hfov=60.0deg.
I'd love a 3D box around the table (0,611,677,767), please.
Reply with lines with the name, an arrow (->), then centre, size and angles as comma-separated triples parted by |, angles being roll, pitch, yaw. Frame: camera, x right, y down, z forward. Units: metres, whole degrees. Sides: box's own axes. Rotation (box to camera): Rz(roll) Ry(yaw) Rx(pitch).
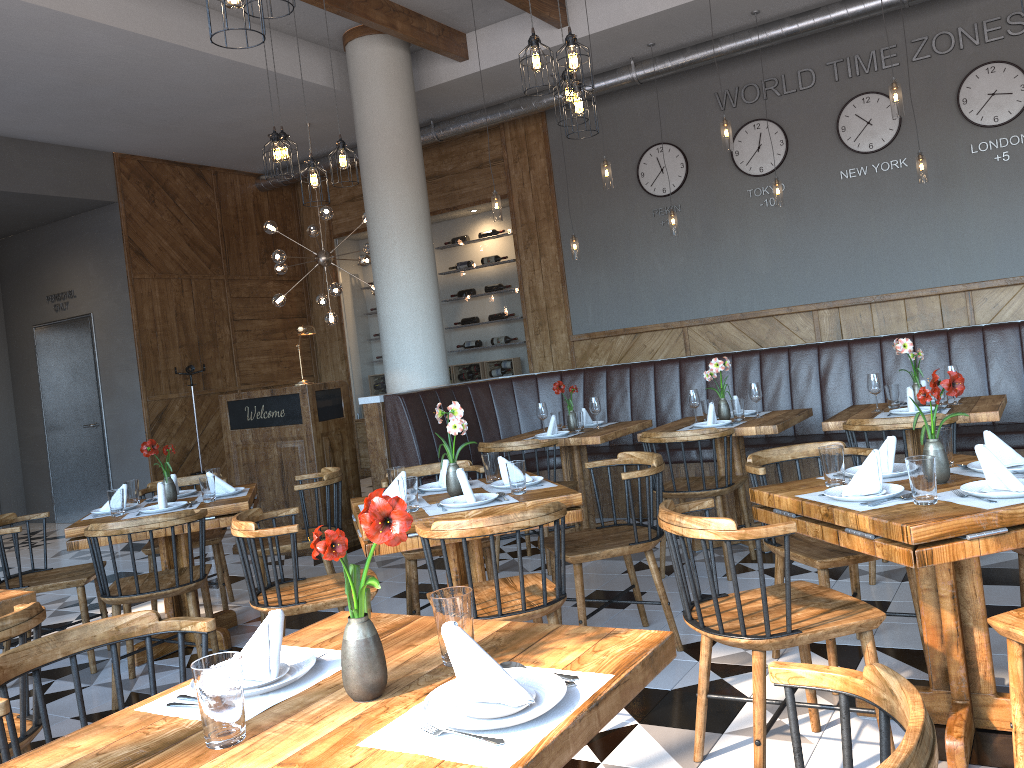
table -> -0.224, 0.925, 1.545 | 0.848, 0.764, 0.852 | -7, 1, 32

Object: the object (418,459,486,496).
object -> -0.309, 0.406, 4.019 | 0.352, 0.137, 0.271 | -7, 1, -13

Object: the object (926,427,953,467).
object -> 1.479, 0.220, 3.052 | 0.080, 0.132, 0.080 | -7, 0, 37

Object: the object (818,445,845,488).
object -> 1.065, 0.274, 2.939 | 0.080, 0.132, 0.080 | -7, 0, 37

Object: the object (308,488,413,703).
object -> -0.238, 0.364, 1.527 | 0.171, 0.355, 0.156 | -7, 0, 11

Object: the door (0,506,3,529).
door -> -6.597, 0.615, 10.198 | 0.114, 2.395, 1.209 | -7, 0, 32

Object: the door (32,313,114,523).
door -> -5.134, 0.432, 10.337 | 1.204, 2.395, 0.114 | -7, -1, 32

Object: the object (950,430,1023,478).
object -> 1.590, 0.210, 2.855 | 0.272, 0.137, 0.352 | -7, 1, -13

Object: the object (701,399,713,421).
object -> 1.250, 0.169, 5.648 | 0.080, 0.132, 0.080 | -7, 0, 32

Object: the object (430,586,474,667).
object -> -0.106, 0.456, 1.661 | 0.080, 0.132, 0.080 | -7, 0, 17

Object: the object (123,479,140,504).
object -> -2.098, 0.600, 4.896 | 0.080, 0.132, 0.080 | -7, 0, -33

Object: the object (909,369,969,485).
object -> 1.355, 0.131, 2.782 | 0.171, 0.355, 0.156 | -7, 0, -3

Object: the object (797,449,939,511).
object -> 1.073, 0.277, 2.722 | 0.272, 0.137, 0.352 | -7, 1, -13

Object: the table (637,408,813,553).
table -> 1.385, 0.607, 5.518 | 0.848, 0.764, 0.852 | -7, 1, 32

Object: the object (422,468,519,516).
object -> -0.181, 0.406, 3.502 | 0.352, 0.137, 0.271 | -7, 1, -13

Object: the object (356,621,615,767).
object -> -0.039, 0.452, 1.422 | 0.271, 0.137, 0.353 | -6, 2, 32

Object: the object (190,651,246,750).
object -> -0.464, 0.507, 1.417 | 0.080, 0.132, 0.080 | -7, 0, 17

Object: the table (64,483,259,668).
table -> -1.779, 1.017, 4.737 | 0.865, 0.764, 0.863 | -7, 1, -13

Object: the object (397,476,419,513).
object -> -0.404, 0.436, 3.489 | 0.080, 0.132, 0.080 | -7, 0, -43

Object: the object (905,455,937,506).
object -> 1.167, 0.274, 2.517 | 0.080, 0.132, 0.080 | -7, 0, 37

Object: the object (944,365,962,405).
object -> 2.439, 0.005, 4.898 | 0.081, 0.215, 0.081 | -7, 0, -5

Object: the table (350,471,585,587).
table -> -0.190, 0.853, 3.754 | 0.865, 0.764, 0.863 | -7, 1, -13

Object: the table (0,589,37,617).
table -> -2.047, 1.113, 2.672 | 0.848, 0.764, 0.852 | -7, 1, 32

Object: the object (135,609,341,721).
object -> -0.493, 0.499, 1.696 | 0.271, 0.137, 0.353 | -6, 2, 32

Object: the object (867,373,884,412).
object -> 2.054, 0.048, 5.007 | 0.081, 0.215, 0.081 | -7, 0, -5

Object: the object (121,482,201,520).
object -> -1.775, 0.570, 4.484 | 0.352, 0.137, 0.271 | -7, 1, -13

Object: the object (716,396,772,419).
object -> 1.468, 0.137, 5.744 | 0.351, 0.137, 0.272 | -6, 2, 32

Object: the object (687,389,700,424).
object -> 1.147, 0.142, 5.568 | 0.081, 0.215, 0.081 | -7, 0, 23

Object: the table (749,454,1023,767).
table -> 1.382, 0.691, 2.782 | 0.865, 0.764, 0.863 | -7, 1, -13

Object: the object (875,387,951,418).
object -> 2.124, 0.088, 4.722 | 0.351, 0.137, 0.272 | -6, 2, 32

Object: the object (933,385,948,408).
object -> 2.337, 0.061, 4.828 | 0.080, 0.132, 0.080 | -7, 0, 37

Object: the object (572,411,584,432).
object -> 0.450, 0.255, 5.995 | 0.080, 0.132, 0.080 | -7, 0, 17

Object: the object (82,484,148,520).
object -> -2.098, 0.604, 4.677 | 0.272, 0.137, 0.352 | -7, 1, -13

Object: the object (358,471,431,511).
object -> -0.504, 0.440, 3.694 | 0.272, 0.137, 0.352 | -7, 1, -13

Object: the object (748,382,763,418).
object -> 1.508, 0.101, 5.474 | 0.081, 0.215, 0.081 | -7, 0, -27

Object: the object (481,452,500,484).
object -> -0.093, 0.382, 4.024 | 0.080, 0.132, 0.080 | -7, 0, -43

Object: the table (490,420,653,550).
table -> 0.452, 0.703, 6.095 | 0.848, 0.764, 0.852 | -7, 1, 32

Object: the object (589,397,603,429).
object -> 0.574, 0.197, 6.051 | 0.081, 0.215, 0.081 | -7, 0, -27

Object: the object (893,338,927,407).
object -> 2.233, -0.065, 4.964 | 0.146, 0.400, 0.207 | -7, 0, 34

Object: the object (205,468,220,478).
object -> -1.684, 0.546, 5.009 | 0.080, 0.132, 0.080 | -7, 0, -33

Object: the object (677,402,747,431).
object -> 1.187, 0.184, 5.301 | 0.351, 0.137, 0.272 | -6, 2, 32

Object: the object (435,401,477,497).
object -> -0.242, 0.273, 3.773 | 0.206, 0.400, 0.146 | -7, 0, 43

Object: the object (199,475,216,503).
object -> -1.571, 0.545, 4.583 | 0.080, 0.132, 0.080 | -7, 0, -43

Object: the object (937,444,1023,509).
object -> 1.396, 0.244, 2.530 | 0.352, 0.137, 0.271 | -7, 1, -13

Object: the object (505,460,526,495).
object -> 0.021, 0.381, 3.598 | 0.080, 0.132, 0.080 | -7, 0, -43

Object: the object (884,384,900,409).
object -> 2.181, 0.073, 5.072 | 0.080, 0.132, 0.080 | -7, 0, 32

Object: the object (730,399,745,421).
object -> 1.384, 0.159, 5.418 | 0.080, 0.132, 0.080 | -7, 0, 17

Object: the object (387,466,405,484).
object -> -0.506, 0.436, 3.911 | 0.080, 0.132, 0.080 | -7, 0, -43

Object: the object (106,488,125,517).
object -> -1.996, 0.600, 4.474 | 0.080, 0.132, 0.080 | -7, 0, 7

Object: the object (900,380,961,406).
object -> 2.405, 0.040, 5.165 | 0.351, 0.137, 0.272 | -6, 2, 32

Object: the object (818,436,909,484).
object -> 1.268, 0.243, 3.047 | 0.352, 0.137, 0.271 | -7, 1, -13

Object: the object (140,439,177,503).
object -> -1.887, 0.466, 4.743 | 0.171, 0.355, 0.156 | -7, 0, -11

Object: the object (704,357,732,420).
object -> 1.291, 0.033, 5.515 | 0.206, 0.400, 0.146 | -7, 0, 39

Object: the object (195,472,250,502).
object -> -1.580, 0.537, 4.809 | 0.272, 0.137, 0.352 | -7, 1, -13

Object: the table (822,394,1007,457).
table -> 2.307, 0.512, 4.947 | 0.848, 0.764, 0.852 | -7, 1, 32

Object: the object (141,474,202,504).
object -> -1.903, 0.570, 5.001 | 0.352, 0.137, 0.271 | -7, 1, -13

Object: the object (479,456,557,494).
object -> 0.014, 0.372, 3.827 | 0.272, 0.137, 0.352 | -7, 1, -13
